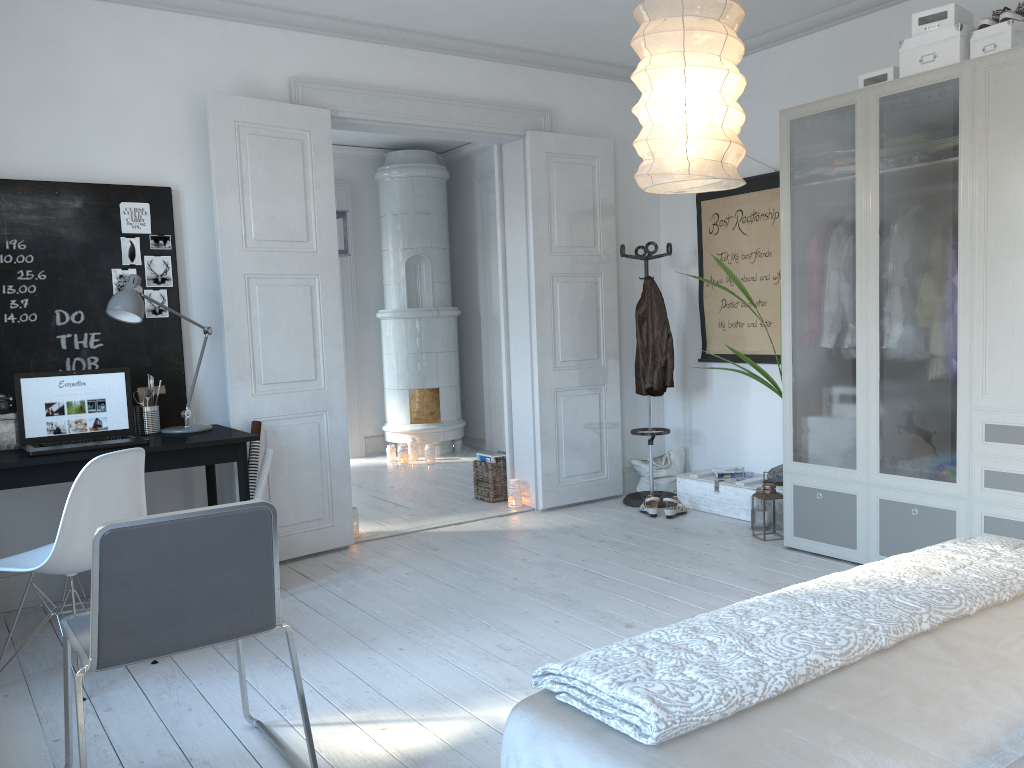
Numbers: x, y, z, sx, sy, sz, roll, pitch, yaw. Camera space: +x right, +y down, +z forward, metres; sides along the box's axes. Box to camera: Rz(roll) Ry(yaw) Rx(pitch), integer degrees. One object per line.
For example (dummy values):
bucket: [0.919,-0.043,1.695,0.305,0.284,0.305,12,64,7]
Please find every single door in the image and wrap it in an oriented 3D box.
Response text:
door: [0.285,-0.601,7.595,0.306,2.509,1.598,-6,6,-34]
door: [-0.489,-0.401,5.264,2.596,2.509,0.577,-5,6,-34]
door: [-2.181,-0.517,7.755,2.596,2.509,0.577,-5,6,-34]

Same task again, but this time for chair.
chair: [-1.559,0.637,3.150,0.554,0.825,0.473,0,5,21]
chair: [-0.889,0.684,2.338,0.561,0.799,0.524,-5,6,-34]

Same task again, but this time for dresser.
dresser: [1.991,-0.249,3.990,0.630,2.166,1.431,-6,6,-34]

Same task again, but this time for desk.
desk: [-1.735,0.630,3.803,1.158,0.760,0.650,-5,6,-34]

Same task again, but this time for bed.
bed: [1.191,0.558,1.225,1.887,1.048,2.175,-5,5,-34]

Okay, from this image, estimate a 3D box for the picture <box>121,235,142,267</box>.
picture: [-1.788,-0.624,4.164,0.083,0.146,0.002,-6,6,-34]

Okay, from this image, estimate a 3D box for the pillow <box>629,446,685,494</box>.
pillow: [1.001,0.584,6.015,0.317,0.314,0.272,-5,6,-33]

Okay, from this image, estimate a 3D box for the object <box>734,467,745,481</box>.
object: [1.356,0.539,5.283,0.060,0.082,0.060,0,5,21]

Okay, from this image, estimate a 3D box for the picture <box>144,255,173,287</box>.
picture: [-1.688,-0.541,4.236,0.121,0.153,0.002,-5,6,-34]

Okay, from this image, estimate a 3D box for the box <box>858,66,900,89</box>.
box: [1.758,-1.389,4.127,0.222,0.108,0.180,-5,5,-34]

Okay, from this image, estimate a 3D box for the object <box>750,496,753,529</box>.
object: [1.376,0.716,4.924,0.100,0.180,0.100,0,6,26]

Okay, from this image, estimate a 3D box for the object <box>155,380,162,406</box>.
object: [-1.635,0.104,4.065,0.009,0.240,0.084,1,6,33]

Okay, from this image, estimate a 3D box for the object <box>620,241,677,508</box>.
object: [0.878,-0.061,5.678,0.374,1.661,0.374,-5,6,-26]

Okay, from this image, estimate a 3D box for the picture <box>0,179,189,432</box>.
picture: [-2.018,-0.328,4.063,0.952,1.174,0.063,-5,6,-34]

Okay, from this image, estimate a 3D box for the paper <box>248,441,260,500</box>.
paper: [-1.256,0.609,4.235,0.043,0.670,0.266,-1,5,11]

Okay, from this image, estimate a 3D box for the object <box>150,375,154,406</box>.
object: [-1.656,0.092,4.068,0.012,0.264,0.062,-1,5,8]

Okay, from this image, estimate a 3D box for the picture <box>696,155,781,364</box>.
picture: [1.440,-0.784,5.490,0.057,1.315,0.792,-6,6,-34]

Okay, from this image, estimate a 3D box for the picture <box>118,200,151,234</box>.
picture: [-1.767,-0.786,4.167,0.147,0.154,0.004,-5,6,-34]

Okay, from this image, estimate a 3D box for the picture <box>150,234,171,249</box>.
picture: [-1.679,-0.680,4.235,0.095,0.071,0.001,-5,6,-34]

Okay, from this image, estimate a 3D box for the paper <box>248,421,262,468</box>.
paper: [-1.275,0.562,4.304,0.048,0.748,0.297,-1,5,11]

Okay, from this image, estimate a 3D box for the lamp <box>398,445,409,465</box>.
lamp: [-0.938,0.614,7.647,0.089,0.166,0.089,-5,6,-32]

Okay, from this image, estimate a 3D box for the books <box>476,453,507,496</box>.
books: [-0.105,0.617,6.060,0.201,0.300,0.179,-6,6,-34]

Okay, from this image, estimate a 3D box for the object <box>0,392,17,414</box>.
object: [-2.098,0.080,3.619,0.137,0.087,0.073,-5,6,-34]

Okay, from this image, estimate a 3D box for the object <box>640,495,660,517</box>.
object: [0.839,0.729,5.431,0.099,0.126,0.272,-2,4,-2]

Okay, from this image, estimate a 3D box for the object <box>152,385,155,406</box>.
object: [-1.647,0.114,4.064,0.009,0.222,0.082,-3,5,-5]

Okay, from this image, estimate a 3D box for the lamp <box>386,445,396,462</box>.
lamp: [-1.067,0.615,7.839,0.084,0.146,0.084,-5,6,-29]

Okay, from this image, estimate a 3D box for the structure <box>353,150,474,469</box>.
structure: [-0.902,-0.661,7.956,0.800,2.832,1.245,-1,5,11]

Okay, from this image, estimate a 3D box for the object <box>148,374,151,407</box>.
object: [-1.659,0.089,4.065,0.008,0.268,0.060,-4,5,-17]

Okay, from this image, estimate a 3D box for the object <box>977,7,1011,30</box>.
object: [2.022,-1.527,3.721,0.212,0.111,0.080,-6,6,-40]

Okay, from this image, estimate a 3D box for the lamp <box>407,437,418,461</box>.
lamp: [-0.883,0.576,7.842,0.098,0.210,0.098,-5,6,-29]

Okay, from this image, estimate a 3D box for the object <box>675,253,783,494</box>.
object: [1.418,0.027,4.895,1.043,1.556,0.288,-3,5,-4]

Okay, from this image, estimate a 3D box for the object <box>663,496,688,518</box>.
object: [0.993,0.728,5.365,0.099,0.126,0.272,0,5,29]

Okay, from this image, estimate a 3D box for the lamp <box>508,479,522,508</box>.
lamp: [0.018,0.704,5.708,0.093,0.180,0.092,2,6,39]

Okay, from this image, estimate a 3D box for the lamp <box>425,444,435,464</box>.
lamp: [-0.709,0.604,7.664,0.089,0.166,0.089,-6,6,-35]

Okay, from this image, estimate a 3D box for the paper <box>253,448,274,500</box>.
paper: [-1.222,0.628,4.187,0.041,0.627,0.283,1,6,34]

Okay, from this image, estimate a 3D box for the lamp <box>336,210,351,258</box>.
lamp: [-1.334,-1.783,6.226,0.228,1.765,0.228,-6,7,-37]

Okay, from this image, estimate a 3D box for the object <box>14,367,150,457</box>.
object: [-1.767,0.105,3.644,0.445,0.316,0.325,-5,6,-34]

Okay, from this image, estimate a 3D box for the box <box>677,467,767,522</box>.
box: [1.357,0.662,5.419,0.376,0.219,0.641,-5,5,-34]

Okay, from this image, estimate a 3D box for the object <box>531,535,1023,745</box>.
object: [0.724,0.487,1.923,1.459,0.104,0.404,-5,5,-34]

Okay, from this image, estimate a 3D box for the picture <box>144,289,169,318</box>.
picture: [-1.700,-0.387,4.238,0.103,0.136,0.001,-5,6,-34]

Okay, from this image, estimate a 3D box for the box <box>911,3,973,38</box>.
box: [1.898,-1.577,3.909,0.225,0.108,0.180,-6,6,-44]

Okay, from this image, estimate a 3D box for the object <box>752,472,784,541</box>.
object: [1.373,0.648,4.738,0.132,0.352,0.137,-3,5,-11]

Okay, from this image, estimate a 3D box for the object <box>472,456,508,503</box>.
object: [-0.093,0.649,6.070,0.270,0.265,0.223,-5,6,-34]

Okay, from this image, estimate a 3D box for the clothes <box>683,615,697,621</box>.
clothes: [0.618,0.830,2.584,0.245,0.270,0.297,-5,6,-33]

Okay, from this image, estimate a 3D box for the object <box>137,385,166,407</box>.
object: [-1.660,0.116,4.114,0.034,0.209,0.138,2,6,36]

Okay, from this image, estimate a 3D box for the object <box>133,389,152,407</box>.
object: [-1.682,0.125,4.047,0.081,0.199,0.050,-3,5,-9]

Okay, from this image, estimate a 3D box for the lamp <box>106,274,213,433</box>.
lamp: [-1.568,-0.130,4.014,0.230,0.717,0.616,0,5,27]

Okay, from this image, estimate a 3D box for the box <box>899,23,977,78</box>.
box: [1.909,-1.425,3.896,0.285,0.199,0.281,-5,5,-34]

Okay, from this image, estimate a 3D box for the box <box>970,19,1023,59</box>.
box: [2.055,-1.394,3.685,0.227,0.158,0.182,-5,5,-29]

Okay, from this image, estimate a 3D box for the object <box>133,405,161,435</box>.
object: [-1.666,0.165,4.048,0.108,0.129,0.108,-4,5,-19]

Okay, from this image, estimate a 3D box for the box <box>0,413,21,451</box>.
box: [-2.195,0.200,3.672,0.316,0.153,0.193,-5,5,-34]

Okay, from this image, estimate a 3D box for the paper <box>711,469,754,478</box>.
paper: [1.358,0.549,5.472,0.221,0.031,0.175,-2,4,-2]

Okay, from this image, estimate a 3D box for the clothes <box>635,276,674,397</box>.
clothes: [0.893,-0.297,5.589,0.237,0.771,0.211,-2,5,-1]

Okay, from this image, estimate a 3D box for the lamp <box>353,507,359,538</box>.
lamp: [-0.920,0.792,5.063,0.089,0.167,0.089,-7,7,-41]

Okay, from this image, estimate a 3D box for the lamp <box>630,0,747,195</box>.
lamp: [0.516,-1.205,2.630,0.338,1.233,0.340,-2,5,-3]

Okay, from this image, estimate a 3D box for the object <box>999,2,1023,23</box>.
object: [2.080,-1.523,3.636,0.213,0.111,0.080,-5,5,-28]

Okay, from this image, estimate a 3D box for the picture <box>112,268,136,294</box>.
picture: [-1.813,-0.469,4.155,0.107,0.151,0.001,-5,6,-34]
